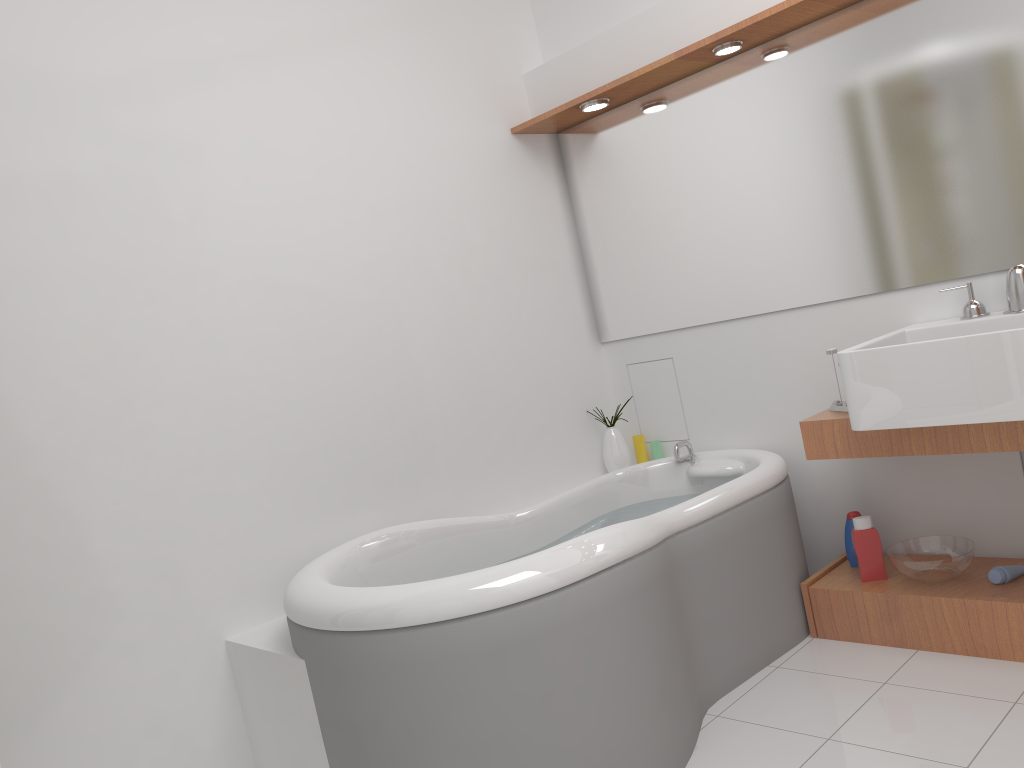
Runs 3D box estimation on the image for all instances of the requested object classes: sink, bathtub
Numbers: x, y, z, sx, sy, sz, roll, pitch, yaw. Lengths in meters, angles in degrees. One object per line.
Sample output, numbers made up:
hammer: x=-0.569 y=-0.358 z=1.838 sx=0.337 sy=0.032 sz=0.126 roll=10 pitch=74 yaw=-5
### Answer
sink: x=1.332 y=0.036 z=2.383 sx=0.552 sy=0.673 sz=0.657 roll=-15 pitch=5 yaw=-43
bathtub: x=0.224 y=0.661 z=2.771 sx=1.863 sy=0.674 sz=1.055 roll=-15 pitch=5 yaw=-43

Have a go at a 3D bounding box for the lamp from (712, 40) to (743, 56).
lamp: x=0.702 y=-1.092 z=2.884 sx=0.098 sy=0.018 sz=0.098 roll=-14 pitch=4 yaw=-22

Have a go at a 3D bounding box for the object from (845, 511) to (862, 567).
object: x=1.144 y=0.512 z=2.928 sx=0.092 sy=0.190 sz=0.044 roll=-11 pitch=3 yaw=14

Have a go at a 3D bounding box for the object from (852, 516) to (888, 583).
object: x=1.118 y=0.519 z=2.786 sx=0.079 sy=0.207 sz=0.046 roll=-11 pitch=3 yaw=12

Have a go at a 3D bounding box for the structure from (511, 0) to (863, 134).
structure: x=0.929 y=-1.257 z=2.647 sx=0.287 sy=0.240 sz=2.606 roll=-15 pitch=5 yaw=-43

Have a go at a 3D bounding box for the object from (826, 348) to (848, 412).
object: x=1.039 y=-0.017 z=2.751 sx=0.059 sy=0.203 sz=0.182 roll=-13 pitch=3 yaw=-12

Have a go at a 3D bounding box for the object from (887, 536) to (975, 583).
object: x=1.280 y=0.543 z=2.698 sx=0.245 sy=0.090 sz=0.245 roll=-11 pitch=4 yaw=19

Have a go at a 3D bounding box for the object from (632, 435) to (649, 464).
object: x=0.534 y=0.291 z=3.652 sx=0.047 sy=0.162 sz=0.047 roll=-13 pitch=4 yaw=-16

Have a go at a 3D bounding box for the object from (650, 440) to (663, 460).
object: x=0.590 y=0.295 z=3.593 sx=0.038 sy=0.133 sz=0.038 roll=-13 pitch=3 yaw=-9

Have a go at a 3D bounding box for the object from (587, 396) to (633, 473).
object: x=0.426 y=0.230 z=3.588 sx=0.215 sy=0.326 sz=0.154 roll=-13 pitch=3 yaw=-12

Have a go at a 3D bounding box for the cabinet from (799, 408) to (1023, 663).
cabinet: x=1.567 y=0.362 z=2.364 sx=0.355 sy=0.719 sz=1.635 roll=-15 pitch=5 yaw=-43

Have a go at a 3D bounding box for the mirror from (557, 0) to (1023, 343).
mirror: x=1.143 y=-0.736 z=2.765 sx=0.022 sy=0.887 sz=2.600 roll=-15 pitch=5 yaw=-43

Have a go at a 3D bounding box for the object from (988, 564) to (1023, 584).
object: x=1.457 y=0.537 z=2.584 sx=0.187 sy=0.052 sz=0.059 roll=-14 pitch=4 yaw=-31

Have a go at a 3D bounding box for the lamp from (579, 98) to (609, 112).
lamp: x=0.305 y=-1.029 z=3.273 sx=0.113 sy=0.021 sz=0.113 roll=-11 pitch=4 yaw=19
